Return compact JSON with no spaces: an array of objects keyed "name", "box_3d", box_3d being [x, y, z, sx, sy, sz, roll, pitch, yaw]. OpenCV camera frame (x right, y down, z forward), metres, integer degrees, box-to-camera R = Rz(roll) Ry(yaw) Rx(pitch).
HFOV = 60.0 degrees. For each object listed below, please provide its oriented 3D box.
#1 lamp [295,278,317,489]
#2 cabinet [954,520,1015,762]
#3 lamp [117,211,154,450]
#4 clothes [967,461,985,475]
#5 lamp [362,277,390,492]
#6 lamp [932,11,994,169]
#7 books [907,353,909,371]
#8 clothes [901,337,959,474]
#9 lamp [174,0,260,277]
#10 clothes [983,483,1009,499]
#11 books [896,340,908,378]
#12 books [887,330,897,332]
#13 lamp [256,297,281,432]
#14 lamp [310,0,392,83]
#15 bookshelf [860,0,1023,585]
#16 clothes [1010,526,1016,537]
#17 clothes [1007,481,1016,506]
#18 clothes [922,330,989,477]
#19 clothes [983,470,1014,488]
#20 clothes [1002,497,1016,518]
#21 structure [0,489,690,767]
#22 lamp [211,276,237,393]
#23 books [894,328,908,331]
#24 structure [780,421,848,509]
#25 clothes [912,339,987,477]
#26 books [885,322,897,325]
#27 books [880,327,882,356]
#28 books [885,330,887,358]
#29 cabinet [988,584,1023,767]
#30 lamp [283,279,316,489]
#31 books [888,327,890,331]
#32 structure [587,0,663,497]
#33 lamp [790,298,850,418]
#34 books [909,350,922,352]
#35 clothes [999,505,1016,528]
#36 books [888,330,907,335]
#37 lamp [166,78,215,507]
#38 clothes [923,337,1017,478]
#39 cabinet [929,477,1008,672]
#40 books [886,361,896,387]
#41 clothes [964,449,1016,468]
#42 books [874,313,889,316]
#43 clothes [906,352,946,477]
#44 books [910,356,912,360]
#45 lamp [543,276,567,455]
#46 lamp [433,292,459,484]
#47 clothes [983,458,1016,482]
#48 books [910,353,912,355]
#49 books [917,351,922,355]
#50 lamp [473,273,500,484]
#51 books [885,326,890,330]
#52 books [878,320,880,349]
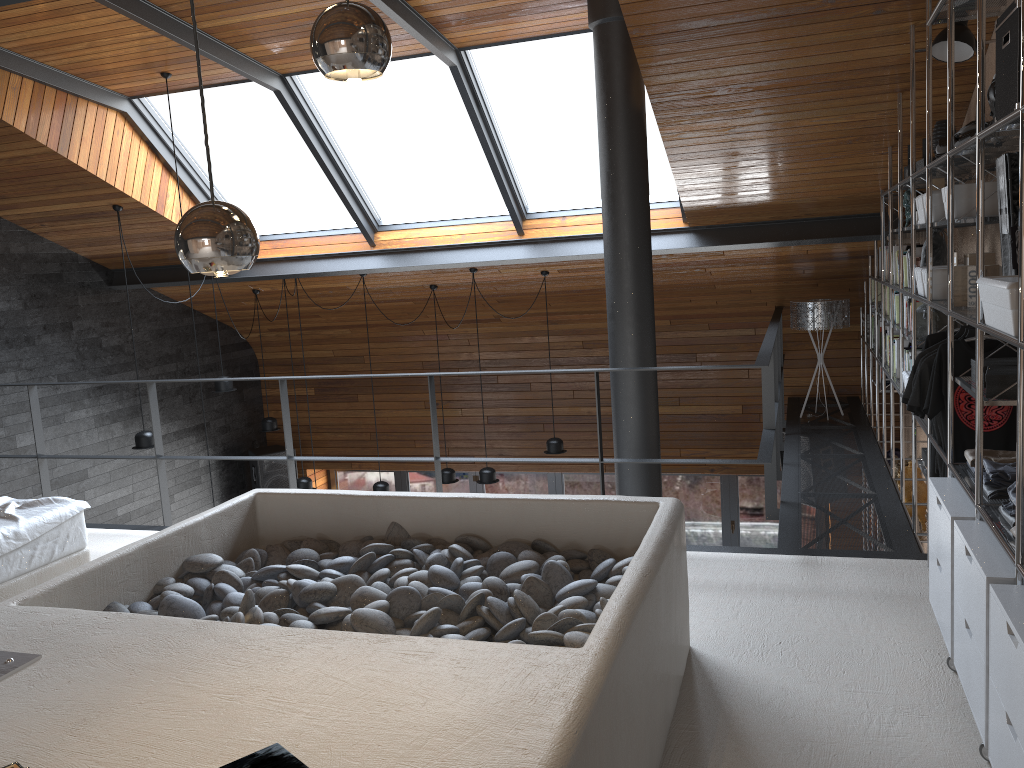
[{"name":"lamp","box_3d":[-1.842,0.082,7.971,0.210,2.272,0.210,-9,9,-34]},{"name":"cabinet","box_3d":[1.569,0.750,2.584,0.435,0.561,0.527,-1,8,19]},{"name":"lamp","box_3d":[-2.968,-0.418,6.926,0.210,1.853,0.210,-9,9,-34]},{"name":"clothes","box_3d":[1.774,0.298,3.187,0.248,0.043,0.190,0,9,27]},{"name":"lamp","box_3d":[-1.278,0.028,8.124,0.210,2.033,0.210,-9,9,-34]},{"name":"lamp","box_3d":[1.978,-1.298,3.908,0.322,0.660,0.233,-6,8,-18]},{"name":"books","box_3d":[2.378,-0.084,5.154,0.148,0.189,0.053,-1,8,18]},{"name":"clothes","box_3d":[1.903,0.088,3.731,0.488,0.586,0.074,-2,8,11]},{"name":"lamp","box_3d":[-0.583,-1.069,1.487,0.146,1.771,0.146,3,10,43]},{"name":"clothes","box_3d":[1.693,0.337,2.939,0.243,0.045,0.208,-1,8,18]},{"name":"books","box_3d":[2.450,-0.154,5.465,0.148,0.232,0.053,-1,8,18]},{"name":"books","box_3d":[2.748,-0.272,6.277,0.164,0.217,0.048,-1,8,18]},{"name":"lamp","box_3d":[-2.453,-0.220,8.739,0.210,1.369,0.210,-9,9,-34]},{"name":"lamp","box_3d":[-0.333,-1.278,1.509,0.146,1.474,0.146,-10,10,-40]},{"name":"bookshelf","box_3d":[1.779,0.578,3.079,0.421,6.218,10.741,-1,8,18]},{"name":"clothes","box_3d":[1.502,0.419,2.392,0.238,0.053,0.212,-2,8,16]},{"name":"clothes","box_3d":[1.582,0.330,2.605,0.204,0.049,0.184,-1,8,18]},{"name":"clothes","box_3d":[1.932,0.104,3.768,0.424,0.689,0.090,-1,8,17]},{"name":"clothes","box_3d":[1.674,0.313,2.938,0.215,0.047,0.191,-1,8,18]},{"name":"clothes","box_3d":[1.568,0.359,2.618,0.203,0.053,0.198,-1,8,22]},{"name":"structure","box_3d":[-1.935,0.675,2.772,4.614,1.120,2.635,-1,8,18]},{"name":"lamp","box_3d":[-2.546,-0.538,7.650,0.210,1.206,0.210,-9,9,-34]},{"name":"books","box_3d":[2.797,-0.287,6.315,0.148,0.232,0.053,-1,8,18]},{"name":"structure","box_3d":[2.845,0.750,8.344,0.488,0.735,0.462,-7,8,-22]},{"name":"clothes","box_3d":[1.895,0.106,3.607,0.488,0.586,0.074,-2,8,11]},{"name":"books","box_3d":[2.837,-0.337,6.604,0.131,0.247,0.018,-1,8,18]},{"name":"books","box_3d":[2.813,-0.319,6.596,0.137,0.215,0.014,-1,8,18]},{"name":"books","box_3d":[2.786,-0.291,6.456,0.148,0.206,0.053,-1,8,18]},{"name":"cabinet","box_3d":[1.394,0.834,2.046,0.435,0.561,0.527,-1,8,19]},{"name":"lamp","box_3d":[-2.010,-0.008,8.182,0.210,2.035,0.210,-9,9,-34]},{"name":"books","box_3d":[2.779,-0.292,6.357,0.148,0.232,0.053,-1,8,18]},{"name":"structure","box_3d":[0.697,0.626,5.180,1.197,5.699,1.690,-1,8,18]},{"name":"lamp","box_3d":[2.630,-0.215,7.555,0.475,1.001,0.475,3,10,42]},{"name":"books","box_3d":[2.417,-0.095,5.152,0.207,0.205,0.053,-1,8,18]},{"name":"clothes","box_3d":[1.589,0.384,2.621,0.242,0.048,0.207,-2,8,15]},{"name":"books","box_3d":[2.673,-0.253,6.133,0.122,0.229,0.057,-1,8,18]},{"name":"lamp","box_3d":[-2.266,-0.518,6.288,0.210,3.208,0.210,3,10,40]},{"name":"clothes","box_3d":[1.820,0.159,3.421,0.424,0.689,0.090,-1,8,17]},{"name":"cabinet","box_3d":[1.735,0.668,3.111,0.435,0.561,0.527,-1,8,19]},{"name":"books","box_3d":[2.877,-0.077,6.719,0.138,0.191,0.049,-1,8,18]},{"name":"clothes","box_3d":[1.758,0.267,3.186,0.221,0.050,0.196,-1,8,21]},{"name":"books","box_3d":[3.022,-0.563,7.116,0.228,0.016,0.182,-1,8,18]},{"name":"clothes","box_3d":[1.845,0.116,3.555,0.488,0.586,0.074,-2,8,11]},{"name":"books","box_3d":[2.360,-0.069,5.062,0.160,0.187,0.060,-1,8,18]},{"name":"lamp","box_3d":[0.336,-0.167,7.829,0.210,1.565,0.210,-9,9,-34]},{"name":"lamp","box_3d":[-0.676,-0.058,8.353,0.210,2.002,0.210,-9,9,-34]},{"name":"clothes","box_3d":[1.684,0.281,2.946,0.200,0.052,0.194,-1,8,20]},{"name":"books","box_3d":[2.394,-0.084,5.093,0.192,0.202,0.055,-1,8,18]},{"name":"books","box_3d":[2.338,-0.075,4.998,0.143,0.217,0.066,-1,8,18]},{"name":"lamp","box_3d":[-0.278,-0.066,7.876,0.210,1.911,0.210,-9,9,-34]},{"name":"books","box_3d":[2.792,-0.308,6.470,0.148,0.232,0.053,-1,8,18]},{"name":"books","box_3d":[2.979,-0.395,7.014,0.148,0.234,0.013,-1,8,18]}]
